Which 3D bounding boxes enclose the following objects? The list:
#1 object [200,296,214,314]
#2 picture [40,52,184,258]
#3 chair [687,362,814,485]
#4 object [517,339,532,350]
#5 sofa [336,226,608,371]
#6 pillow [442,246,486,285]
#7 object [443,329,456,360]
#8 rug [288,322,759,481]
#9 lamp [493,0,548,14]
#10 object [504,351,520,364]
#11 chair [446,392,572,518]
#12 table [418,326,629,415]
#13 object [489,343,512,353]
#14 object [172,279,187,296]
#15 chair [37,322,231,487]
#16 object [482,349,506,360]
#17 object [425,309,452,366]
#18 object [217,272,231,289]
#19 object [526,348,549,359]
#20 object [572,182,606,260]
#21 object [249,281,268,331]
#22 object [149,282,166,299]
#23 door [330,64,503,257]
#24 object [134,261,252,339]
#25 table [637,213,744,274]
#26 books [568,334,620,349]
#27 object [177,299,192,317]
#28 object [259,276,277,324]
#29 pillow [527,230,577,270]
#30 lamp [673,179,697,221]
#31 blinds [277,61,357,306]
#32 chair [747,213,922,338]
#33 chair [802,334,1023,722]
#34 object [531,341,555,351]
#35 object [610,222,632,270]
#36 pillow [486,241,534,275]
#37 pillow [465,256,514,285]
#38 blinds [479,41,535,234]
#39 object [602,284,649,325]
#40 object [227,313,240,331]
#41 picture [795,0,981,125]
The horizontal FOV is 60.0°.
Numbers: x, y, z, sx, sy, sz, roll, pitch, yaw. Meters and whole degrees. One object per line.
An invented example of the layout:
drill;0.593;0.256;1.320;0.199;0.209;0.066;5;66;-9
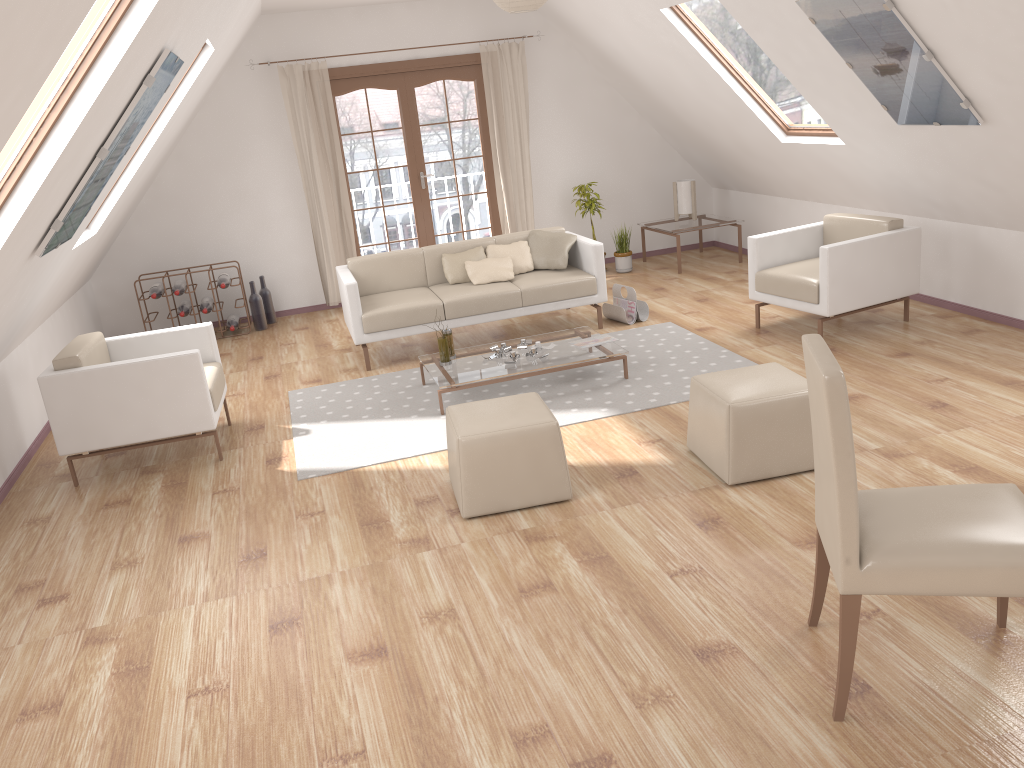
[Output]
object;-2.655;-0.671;7.701;0.109;0.109;0.435;-11;18;-13
picture;-1.742;-1.017;3.908;0.683;0.738;0.650;-11;18;-13
chair;1.120;0.157;4.083;0.506;0.394;0.506;-9;18;-9
object;0.081;-0.267;5.692;0.064;0.052;0.143;-1;19;16
sofa;-0.308;-0.688;6.674;1.880;0.706;0.820;-11;18;-13
pillow;-0.348;-0.898;6.714;0.351;0.235;0.185;-10;18;-9
object;-0.399;-0.250;5.588;0.075;0.185;0.075;-1;19;17
rug;0.046;0.013;5.536;2.800;0.007;1.600;-11;18;-13
lamp;0.029;-2.043;4.229;0.340;0.497;0.340;2;20;25
object;0.000;-0.162;5.399;0.064;0.052;0.143;-1;19;16
chair;-0.036;0.299;4.055;0.506;0.394;0.506;-9;18;-8
table;0.056;-0.099;5.578;1.173;0.190;0.730;-11;18;-13
object;-0.073;-0.238;5.657;0.143;0.052;0.064;12;25;44
object;-2.856;-0.816;7.603;0.109;0.109;0.435;-11;18;-13
chair;-2.066;0.062;5.001;0.820;0.706;0.748;-10;18;-10
object;-0.114;-0.185;5.510;0.143;0.052;0.064;-11;18;-13
object;-0.438;-0.290;5.443;0.123;0.359;0.184;3;20;27
object;-2.497;-0.884;7.685;0.109;0.109;0.435;-11;18;-13
object;0.154;-0.191;5.435;0.143;0.051;0.064;12;25;44
object;0.753;-1.508;8.559;0.311;0.846;0.307;-13;19;-20
object;-2.246;-0.687;7.799;0.115;0.443;0.120;-13;19;-18
object;-3.031;-0.784;7.557;0.110;0.110;0.439;-11;18;-13
door;-0.866;-1.863;8.300;1.546;2.001;0.098;-11;18;-13
object;-2.756;-0.693;7.711;0.854;0.608;0.417;-11;18;-13
table;1.715;-1.363;8.533;0.730;0.390;0.773;-11;19;-14
books;0.522;-0.271;5.624;0.280;0.005;0.192;-13;19;-20
object;-2.834;-0.641;7.659;0.109;0.109;0.435;-11;18;-13
object;-2.220;-0.759;8.011;0.115;0.443;0.120;-13;19;-18
pillow;0.290;-1.036;6.802;0.424;0.276;0.269;6;22;34
lamp;1.678;-1.779;8.576;0.221;0.375;0.180;0;19;19
blinds;-1.702;-1.764;7.990;0.423;2.130;0.120;-12;19;-15
chair;2.141;-0.736;5.954;0.820;0.706;0.748;-14;20;-22
chair;1.154;0.368;2.461;0.618;0.999;0.477;-3;18;11
object;0.194;-0.244;5.581;0.143;0.052;0.064;-11;18;-13
object;1.060;-1.307;8.437;0.209;0.480;0.234;9;24;40
pillow;-0.020;-0.958;6.784;0.351;0.225;0.196;-9;18;-8
pillow;-0.158;-0.844;6.621;0.363;0.170;0.227;-9;18;-8
blinds;0.032;-2.085;8.349;0.424;2.129;0.123;-12;19;-18
object;0.860;-0.621;6.762;0.212;0.267;0.315;-15;20;-25
object;-2.455;-0.529;7.800;0.109;0.109;0.435;-11;18;-13
picture;2.010;-1.732;4.767;0.683;0.738;0.650;-11;18;-13
